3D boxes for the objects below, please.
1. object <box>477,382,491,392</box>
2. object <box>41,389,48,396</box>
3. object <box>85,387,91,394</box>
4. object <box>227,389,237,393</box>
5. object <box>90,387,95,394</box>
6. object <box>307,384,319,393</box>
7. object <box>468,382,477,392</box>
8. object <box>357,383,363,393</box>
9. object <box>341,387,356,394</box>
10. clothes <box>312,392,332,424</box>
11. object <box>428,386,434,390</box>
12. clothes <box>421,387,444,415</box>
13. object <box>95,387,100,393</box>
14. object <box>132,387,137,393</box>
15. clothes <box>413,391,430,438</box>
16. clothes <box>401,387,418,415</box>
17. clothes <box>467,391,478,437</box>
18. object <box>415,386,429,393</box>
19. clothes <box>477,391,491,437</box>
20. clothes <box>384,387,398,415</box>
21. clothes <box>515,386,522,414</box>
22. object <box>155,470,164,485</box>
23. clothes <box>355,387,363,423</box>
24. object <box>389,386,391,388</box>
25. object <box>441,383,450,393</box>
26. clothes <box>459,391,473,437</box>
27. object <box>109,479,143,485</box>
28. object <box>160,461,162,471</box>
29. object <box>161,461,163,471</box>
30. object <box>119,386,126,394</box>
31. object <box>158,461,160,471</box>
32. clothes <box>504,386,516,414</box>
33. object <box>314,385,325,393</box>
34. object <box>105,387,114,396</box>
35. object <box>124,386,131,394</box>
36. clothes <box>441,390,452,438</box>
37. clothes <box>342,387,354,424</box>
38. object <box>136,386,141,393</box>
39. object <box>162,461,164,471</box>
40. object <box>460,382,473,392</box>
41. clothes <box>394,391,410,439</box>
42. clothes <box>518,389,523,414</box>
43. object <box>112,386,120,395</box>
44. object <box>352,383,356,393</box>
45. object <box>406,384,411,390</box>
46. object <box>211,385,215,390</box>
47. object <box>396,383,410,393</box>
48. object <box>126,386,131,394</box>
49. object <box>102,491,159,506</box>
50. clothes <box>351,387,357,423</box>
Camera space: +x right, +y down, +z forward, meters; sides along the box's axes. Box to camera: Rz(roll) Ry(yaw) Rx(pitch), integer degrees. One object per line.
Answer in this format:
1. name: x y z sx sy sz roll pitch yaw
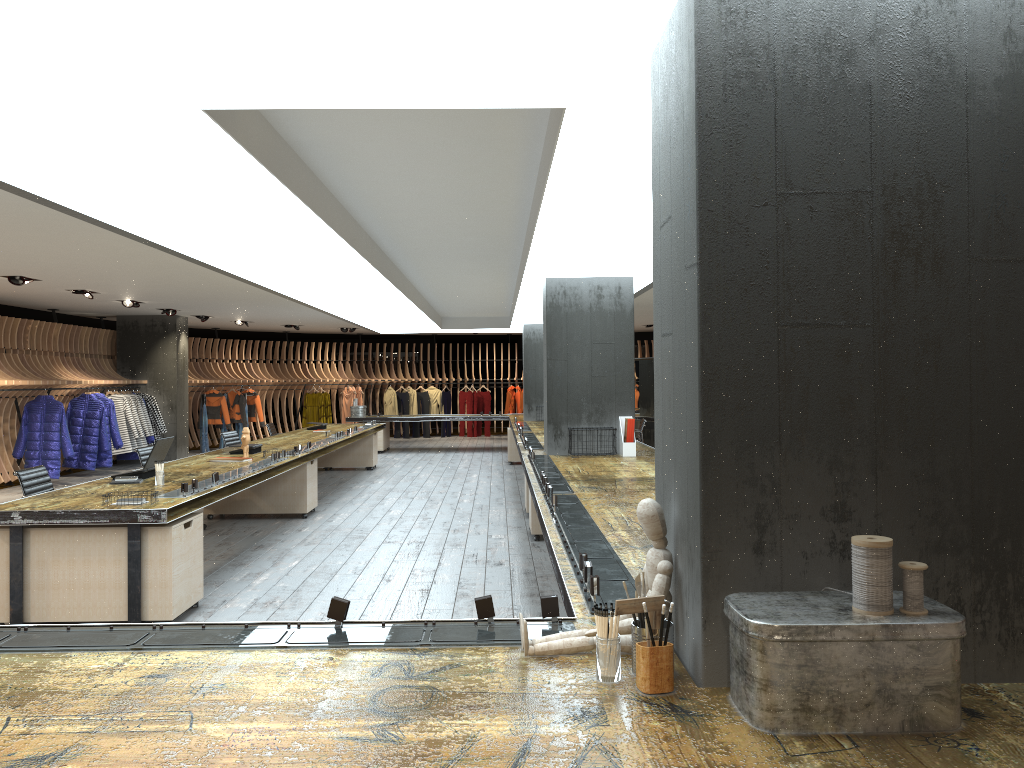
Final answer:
1. object: -0.770 0.088 23.692 0.525 0.270 0.012 0 -1 39
2. object: -6.869 0.189 13.026 0.525 0.270 0.012 -1 -1 -1
3. object: -6.909 0.197 14.418 0.523 0.292 0.012 -1 -1 -1
4. object: -6.301 0.155 19.974 0.525 0.270 0.012 0 -1 19
5. object: -6.878 0.191 14.559 0.523 0.291 0.012 -1 -1 -1
6. object: -4.901 0.135 21.898 0.525 0.270 0.012 0 -1 29
7. object: -1.058 0.091 23.669 0.012 0.270 0.525 0 0 -31
8. object: -3.920 0.120 22.658 0.012 0.270 0.525 0 0 -36
9. object: -4.163 0.123 22.512 0.525 0.270 0.012 0 -1 34
10. clothes: -4.758 0.714 22.005 0.664 1.045 0.168 -1 -1 30
11. object: -2.116 0.101 23.473 0.525 0.270 0.012 0 -1 24
12. clothes: -2.117 0.521 23.458 0.704 0.890 0.250 -1 -1 20
13. object: -6.898 0.181 14.738 0.525 0.270 0.012 -1 -1 -1
14. object: -6.899 0.204 16.237 0.516 0.316 0.012 -1 -1 -1
15. clothes: -2.397 0.853 23.367 0.539 1.353 0.087 -1 -1 24
16. clothes: -2.691 0.529 23.286 0.704 0.890 0.250 -1 -1 40
17. clothes: -1.058 0.844 23.660 0.093 1.338 0.551 0 -1 -31
18. object: -2.409 0.105 23.371 0.525 0.270 0.012 0 -1 24
19. clothes: -0.770 0.842 23.681 0.551 1.338 0.093 -1 -1 39
20. clothes: -3.173 0.535 23.069 0.250 0.890 0.704 0 -1 -40
21. clothes: 0.199 0.486 23.715 0.201 0.881 0.839 -1 0 4
22. object: -2.608 0.698 6.563 0.061 0.111 0.061 -1 -1 33
23. clothes: -3.918 0.640 22.656 0.125 1.156 0.447 0 -1 -36
24. object: -3.168 0.114 23.080 0.012 0.270 0.525 0 0 -36
25. object: -1.748 0.095 23.560 0.012 0.270 0.525 -1 0 24
26. clothes: -1.223 0.846 23.642 0.551 1.338 0.093 -1 -1 44
27. object: -2.927 0.740 6.731 0.213 0.019 0.219 -1 0 -16
28. object: -2.598 0.653 6.545 0.030 0.170 0.007 -1 -1 19
29. object: -2.591 0.653 6.553 0.030 0.170 0.007 0 -1 -7
30. object: -6.887 0.196 15.700 0.518 0.313 0.012 -1 -1 -1
31. object: -2.607 0.653 6.542 0.007 0.170 0.030 0 -1 -44
32. clothes: -0.033 0.488 23.677 0.201 0.881 0.839 -1 0 14
33. object: -4.772 0.133 22.027 0.525 0.270 0.012 0 -1 29
34. object: -6.879 0.199 15.202 0.518 0.313 0.012 -1 -1 -1
35. object: -6.890 0.196 15.878 0.518 0.313 0.012 -1 -1 -1
36. clothes: -1.746 0.843 23.556 0.087 1.353 0.539 -1 -1 24
37. clothes: -4.154 0.643 22.502 0.447 1.156 0.125 -1 -1 34
38. object: -6.906 0.202 16.424 0.518 0.313 0.012 -1 -1 -1
39. object: -2.588 0.653 6.562 0.030 0.170 0.007 0 -1 -34
40. object: -1.224 0.092 23.653 0.525 0.270 0.012 0 0 44
41. clothes: -2.882 0.858 23.188 0.539 1.353 0.087 -1 -1 34
42. clothes: 0.405 0.484 23.649 0.201 0.881 0.839 -1 0 29
43. object: -6.883 0.198 15.437 0.518 0.313 0.012 -1 -1 -1
44. object: -4.065 0.121 22.581 0.012 0.270 0.525 0 0 -31
45. object: -2.702 0.109 23.283 0.525 0.270 0.012 0 0 44
46. object: -6.545 0.157 19.433 0.525 0.270 0.012 0 -1 14
47. object: -2.883 0.110 23.202 0.525 0.270 0.012 0 -1 34
48. object: -6.952 0.176 16.077 0.525 0.270 0.012 -1 -1 -1
49. object: -2.387 0.720 5.553 0.302 0.074 0.217 -1 0 -7
50. clothes: -4.058 0.642 22.570 0.125 1.156 0.447 0 -1 -31
